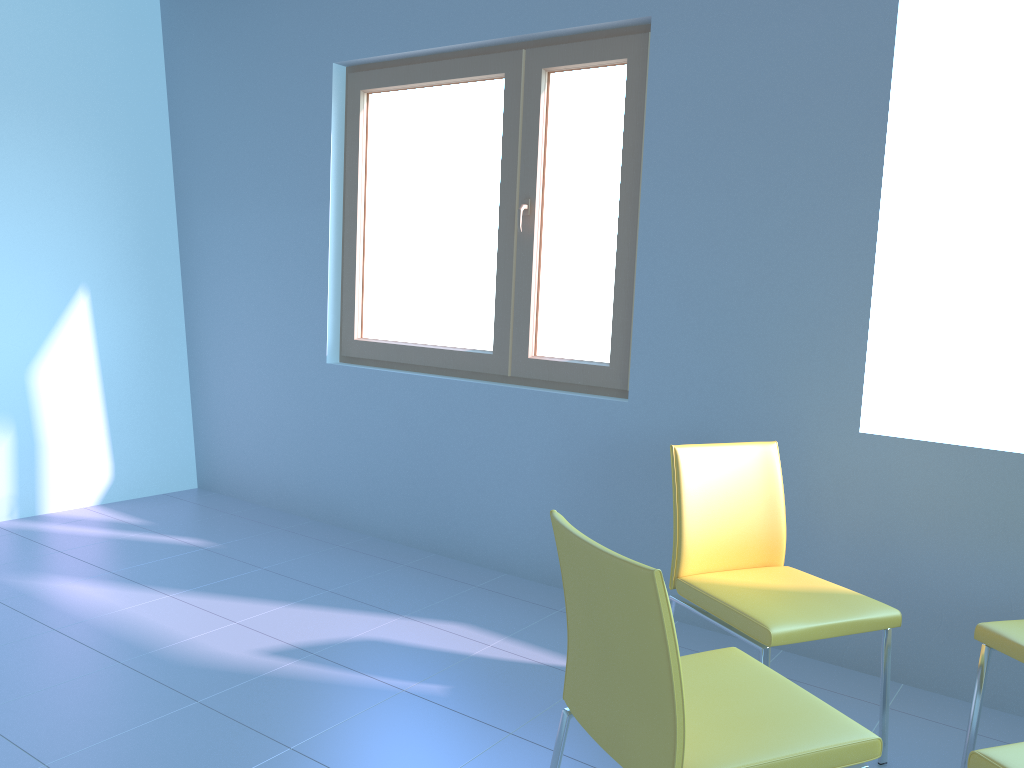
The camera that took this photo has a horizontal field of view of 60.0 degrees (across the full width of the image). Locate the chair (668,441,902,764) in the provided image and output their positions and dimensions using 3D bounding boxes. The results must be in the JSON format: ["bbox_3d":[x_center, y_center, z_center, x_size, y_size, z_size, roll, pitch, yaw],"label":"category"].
[{"bbox_3d":[0.641,0.529,2.219,0.387,0.695,0.484,0,7,-24],"label":"chair"}]

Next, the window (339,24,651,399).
[{"bbox_3d":[-0.135,-0.646,3.426,1.475,1.263,0.142,7,8,35],"label":"window"}]

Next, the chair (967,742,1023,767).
[{"bbox_3d":[1.008,0.655,1.295,0.387,0.699,0.484,0,7,-19],"label":"chair"}]

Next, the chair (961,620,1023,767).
[{"bbox_3d":[1.344,0.595,1.921,0.484,0.695,0.387,0,7,-19],"label":"chair"}]

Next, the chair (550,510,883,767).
[{"bbox_3d":[0.323,0.590,1.562,0.484,0.695,0.387,0,7,-24],"label":"chair"}]
